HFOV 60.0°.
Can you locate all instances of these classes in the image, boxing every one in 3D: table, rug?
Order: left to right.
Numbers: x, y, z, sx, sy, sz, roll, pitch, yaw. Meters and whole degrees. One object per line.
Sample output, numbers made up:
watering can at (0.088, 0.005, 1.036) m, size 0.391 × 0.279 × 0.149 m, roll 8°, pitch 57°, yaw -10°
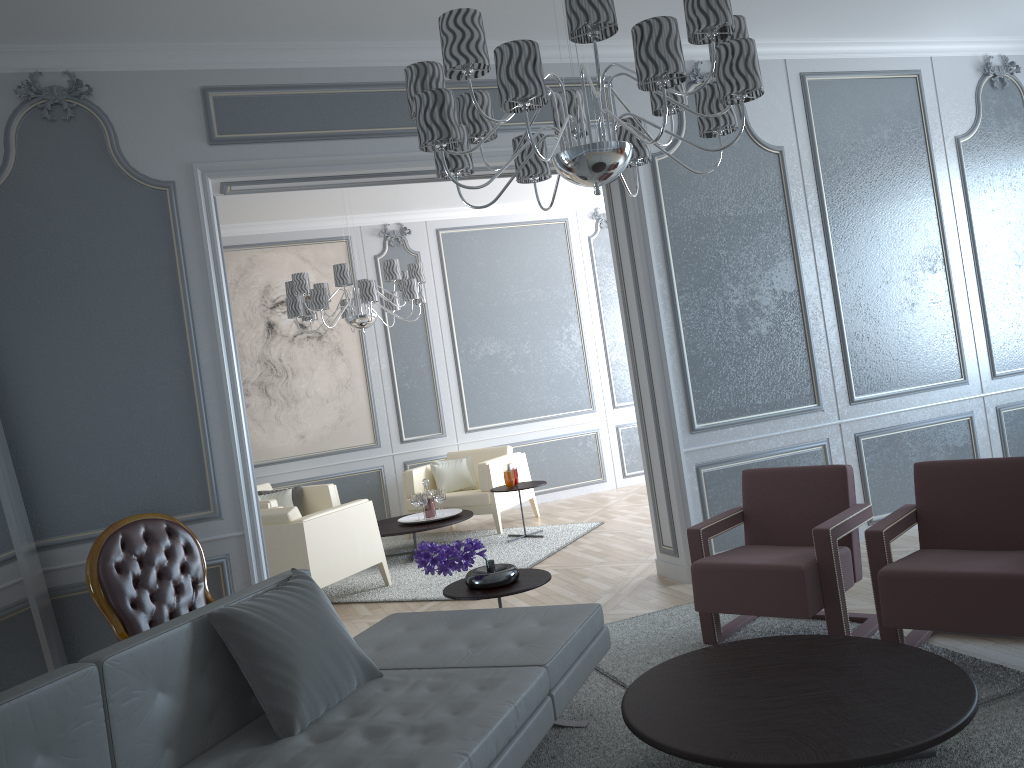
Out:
table at (-0.700, 1.111, 6.402) m, size 0.883 × 0.239 × 0.881 m, roll -8°, pitch 0°, yaw -22°
rug at (-0.640, 1.219, 6.100) m, size 1.998 × 0.010 × 2.002 m, roll -8°, pitch 0°, yaw 26°
table at (-0.029, 0.937, 3.341) m, size 0.414 × 0.385 × 0.414 m, roll -8°, pitch 0°, yaw -32°
table at (0.074, 0.925, 6.399) m, size 0.414 × 0.385 × 0.414 m, roll -8°, pitch 0°, yaw 28°
rug at (0.679, 1.035, 2.329) m, size 2.020 × 0.010 × 3.201 m, roll -8°, pitch 0°, yaw -19°
table at (0.740, 0.910, 2.312) m, size 0.882 × 0.239 × 0.882 m, roll -8°, pitch 0°, yaw -2°

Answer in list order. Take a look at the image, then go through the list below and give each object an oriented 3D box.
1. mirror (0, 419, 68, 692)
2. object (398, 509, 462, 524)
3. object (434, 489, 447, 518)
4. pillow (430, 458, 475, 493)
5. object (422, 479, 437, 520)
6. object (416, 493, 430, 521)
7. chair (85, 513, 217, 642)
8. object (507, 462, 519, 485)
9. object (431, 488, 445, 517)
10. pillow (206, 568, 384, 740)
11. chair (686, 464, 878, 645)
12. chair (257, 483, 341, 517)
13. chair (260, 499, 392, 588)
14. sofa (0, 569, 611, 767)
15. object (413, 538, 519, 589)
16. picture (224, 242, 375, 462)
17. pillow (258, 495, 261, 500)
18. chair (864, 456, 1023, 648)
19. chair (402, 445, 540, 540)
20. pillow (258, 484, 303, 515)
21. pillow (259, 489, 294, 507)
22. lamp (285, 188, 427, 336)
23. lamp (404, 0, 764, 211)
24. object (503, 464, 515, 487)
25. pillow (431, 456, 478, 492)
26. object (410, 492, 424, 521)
mirror at (-1.657, 0.476, 2.748) m, size 0.251 × 1.793 × 1.399 m, roll -8°, pitch -1°, yaw -19°
object at (-0.588, 0.960, 6.390) m, size 0.468 × 0.028 × 0.468 m, roll -8°, pitch 0°, yaw -7°
object at (-0.509, 0.860, 6.383) m, size 0.080 × 0.196 × 0.080 m, roll -8°, pitch -1°, yaw -36°
pillow at (-0.485, 0.752, 7.224) m, size 0.312 × 0.245 × 0.163 m, roll -8°, pitch -1°, yaw -25°
object at (-0.606, 0.827, 6.404) m, size 0.086 × 0.290 × 0.086 m, roll -8°, pitch -1°, yaw 2°
object at (-0.631, 0.878, 6.317) m, size 0.080 × 0.196 × 0.080 m, roll -8°, pitch -1°, yaw -16°
chair at (-1.191, 0.889, 3.314) m, size 0.574 × 0.829 × 0.573 m, roll -9°, pitch -1°, yaw 31°
object at (0.006, 0.657, 6.478) m, size 0.075 × 0.166 × 0.075 m, roll -9°, pitch -1°, yaw 30°
object at (-0.537, 0.864, 6.462) m, size 0.080 × 0.196 × 0.080 m, roll -8°, pitch -1°, yaw -36°
pillow at (-0.555, 0.698, 2.319) m, size 0.253 × 0.354 × 0.422 m, roll -8°, pitch 0°, yaw 18°
chair at (1.025, 0.666, 3.413) m, size 0.575 × 0.620 × 0.607 m, roll -9°, pitch -1°, yaw 41°
chair at (-1.794, 1.077, 6.680) m, size 0.736 × 0.621 × 0.856 m, roll -8°, pitch 0°, yaw 26°
chair at (-1.312, 1.010, 5.291) m, size 0.854 × 0.621 × 0.738 m, roll -8°, pitch 0°, yaw 26°
sofa at (-0.447, 0.857, 2.047) m, size 0.809 × 0.668 × 2.206 m, roll -8°, pitch 0°, yaw 21°
object at (-0.157, 0.650, 3.253) m, size 0.206 × 0.221 × 0.425 m, roll -9°, pitch 0°, yaw 41°
picture at (-1.865, -0.279, 7.437) m, size 1.200 × 1.752 × 0.001 m, roll -8°, pitch -1°, yaw -19°
pillow at (-1.904, 0.960, 6.558) m, size 0.163 × 0.245 × 0.312 m, roll -8°, pitch 0°, yaw 15°
chair at (1.531, 0.593, 2.934) m, size 0.575 × 0.620 × 0.607 m, roll -9°, pitch -1°, yaw 41°
chair at (-0.353, 0.866, 7.194) m, size 0.854 × 0.621 × 0.738 m, roll -8°, pitch 0°, yaw 26°
pillow at (-1.788, 0.943, 6.837) m, size 0.351 × 0.276 × 0.184 m, roll -8°, pitch -1°, yaw -4°
pillow at (-1.817, 0.947, 6.754) m, size 0.312 × 0.245 × 0.163 m, roll -8°, pitch -1°, yaw -15°
lamp at (-1.139, -0.912, 6.289) m, size 0.977 × 1.120 × 0.975 m, roll -8°, pitch -1°, yaw -31°
lamp at (0.161, -1.093, 2.546) m, size 0.977 × 1.120 × 0.975 m, roll -8°, pitch -1°, yaw -31°
object at (-0.022, 0.661, 6.396) m, size 0.075 × 0.166 × 0.075 m, roll -8°, pitch -1°, yaw -30°
pillow at (-0.471, 0.750, 7.311) m, size 0.351 × 0.276 × 0.184 m, roll -8°, pitch -1°, yaw -14°
object at (-0.684, 0.886, 6.399) m, size 0.080 × 0.196 × 0.080 m, roll -8°, pitch -1°, yaw -36°
